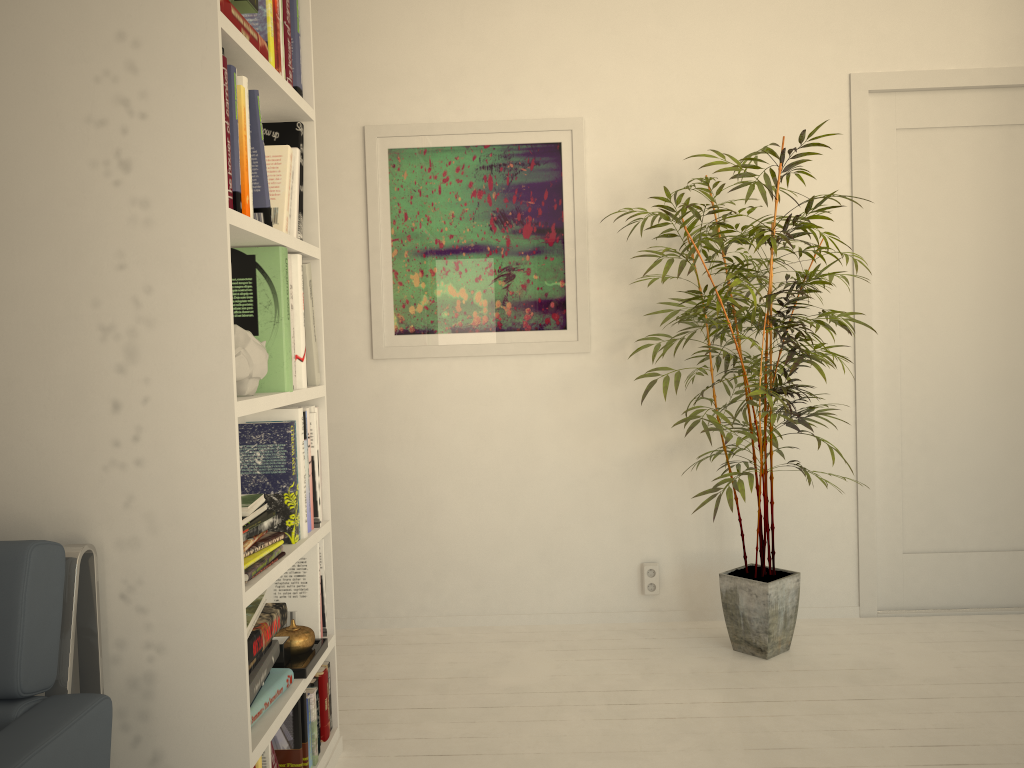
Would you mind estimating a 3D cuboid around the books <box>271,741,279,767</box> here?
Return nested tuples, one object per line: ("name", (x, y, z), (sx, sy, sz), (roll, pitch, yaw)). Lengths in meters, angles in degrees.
("books", (-0.580, 0.838, 1.931), (0.136, 0.188, 0.131), (-2, 2, 2))

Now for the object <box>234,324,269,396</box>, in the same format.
("object", (-0.586, -0.048, 1.819), (0.137, 0.150, 0.311), (-1, 2, 10))

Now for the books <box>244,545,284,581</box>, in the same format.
("books", (-0.587, 0.367, 1.816), (0.173, 0.014, 0.247), (-2, 2, 1))

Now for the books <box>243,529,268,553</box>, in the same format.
("books", (-0.586, 0.322, 1.814), (0.120, 0.012, 0.238), (-2, 2, -3))

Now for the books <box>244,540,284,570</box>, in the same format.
("books", (-0.595, 0.355, 1.828), (0.171, 0.009, 0.248), (-2, 2, 5))

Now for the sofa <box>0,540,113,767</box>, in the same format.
("sofa", (-1.470, 0.678, 1.162), (1.603, 0.773, 0.964), (-2, 2, 2))

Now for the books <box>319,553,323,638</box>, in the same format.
("books", (-0.591, 0.537, 2.319), (0.184, 0.256, 0.008), (-2, 2, 2))

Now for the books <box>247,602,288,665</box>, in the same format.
("books", (-0.599, 0.522, 1.846), (0.185, 0.047, 0.285), (-2, 2, 2))

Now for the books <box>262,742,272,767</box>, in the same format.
("books", (-0.581, 0.831, 1.795), (0.193, 0.215, 0.010), (-2, 2, 2))

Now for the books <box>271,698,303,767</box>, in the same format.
("books", (-0.579, 0.820, 2.021), (0.202, 0.214, 0.015), (-2, 2, 2))

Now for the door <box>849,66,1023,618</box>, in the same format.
("door", (1.761, -0.150, 3.361), (0.955, 2.032, 0.166), (-2, 2, 2))

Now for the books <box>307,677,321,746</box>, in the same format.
("books", (-0.597, 0.834, 2.238), (0.221, 0.170, 0.050), (-2, 2, 2))

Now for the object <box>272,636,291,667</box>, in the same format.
("object", (-0.557, 0.630, 2.084), (0.058, 0.055, 0.058), (-2, 2, 2))

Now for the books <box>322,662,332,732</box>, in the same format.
("books", (-0.593, 0.826, 2.335), (0.230, 0.176, 0.032), (-2, 2, 2))

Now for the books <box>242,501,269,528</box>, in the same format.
("books", (-0.610, 0.271, 1.822), (0.165, 0.017, 0.212), (-2, 2, -1))

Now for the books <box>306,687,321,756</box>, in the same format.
("books", (-0.584, 0.839, 2.189), (0.209, 0.163, 0.048), (-2, 2, 2))

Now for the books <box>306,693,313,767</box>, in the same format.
("books", (-0.592, 0.835, 2.112), (0.224, 0.179, 0.044), (-2, 2, 2))

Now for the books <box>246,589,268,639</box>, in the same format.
("books", (-0.614, 0.485, 1.849), (0.162, 0.024, 0.297), (-2, 2, -7))

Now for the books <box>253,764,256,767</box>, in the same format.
("books", (-0.588, 0.840, 1.723), (0.187, 0.206, 0.026), (-2, 2, 2))

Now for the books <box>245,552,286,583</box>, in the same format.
("books", (-0.589, 0.379, 1.823), (0.170, 0.009, 0.247), (-2, 2, 5))

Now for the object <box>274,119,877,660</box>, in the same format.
("object", (0.294, 0.082, 2.773), (2.088, 1.711, 0.778), (-3, 2, -17))

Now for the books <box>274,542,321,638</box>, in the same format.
("books", (-0.598, 0.540, 2.281), (0.209, 0.257, 0.034), (-2, 2, 2))

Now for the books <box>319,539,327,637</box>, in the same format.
("books", (-0.579, 0.536, 2.326), (0.181, 0.257, 0.007), (-2, 2, 2))

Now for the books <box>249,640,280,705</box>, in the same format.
("books", (-0.595, 0.601, 1.836), (0.165, 0.039, 0.297), (-2, 2, -3))

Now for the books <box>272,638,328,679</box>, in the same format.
("books", (-0.533, 0.661, 2.140), (0.130, 0.023, 0.215), (-2, 2, 2))

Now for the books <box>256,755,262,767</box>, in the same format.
("books", (-0.583, 0.836, 1.747), (0.184, 0.211, 0.020), (-2, 2, 2))

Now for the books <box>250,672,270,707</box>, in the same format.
("books", (-0.610, 0.634, 1.830), (0.168, 0.024, 0.241), (-2, 2, -3))

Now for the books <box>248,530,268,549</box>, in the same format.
("books", (-0.603, 0.331, 1.831), (0.135, 0.008, 0.250), (-2, 2, -2))

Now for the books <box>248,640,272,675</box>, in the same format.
("books", (-0.596, 0.566, 1.830), (0.143, 0.039, 0.247), (-2, 2, -1))

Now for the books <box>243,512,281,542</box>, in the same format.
("books", (-0.607, 0.302, 1.852), (0.163, 0.025, 0.235), (-1, 2, 8))

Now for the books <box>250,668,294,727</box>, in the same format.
("books", (-0.607, 0.667, 1.855), (0.204, 0.038, 0.297), (-2, 2, 7))

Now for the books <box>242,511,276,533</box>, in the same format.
("books", (-0.601, 0.285, 1.808), (0.169, 0.010, 0.221), (-2, 2, 5))

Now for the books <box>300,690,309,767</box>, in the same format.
("books", (-0.573, 0.818, 2.051), (0.202, 0.214, 0.015), (-2, 2, 2))

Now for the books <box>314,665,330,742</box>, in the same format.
("books", (-0.576, 0.826, 2.290), (0.202, 0.180, 0.056), (-2, 2, 2))

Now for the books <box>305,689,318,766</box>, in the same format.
("books", (-0.585, 0.834, 2.148), (0.222, 0.176, 0.032), (-2, 2, 2))

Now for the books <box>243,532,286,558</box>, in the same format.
("books", (-0.621, 0.342, 1.852), (0.197, 0.014, 0.255), (-1, 3, 11))
